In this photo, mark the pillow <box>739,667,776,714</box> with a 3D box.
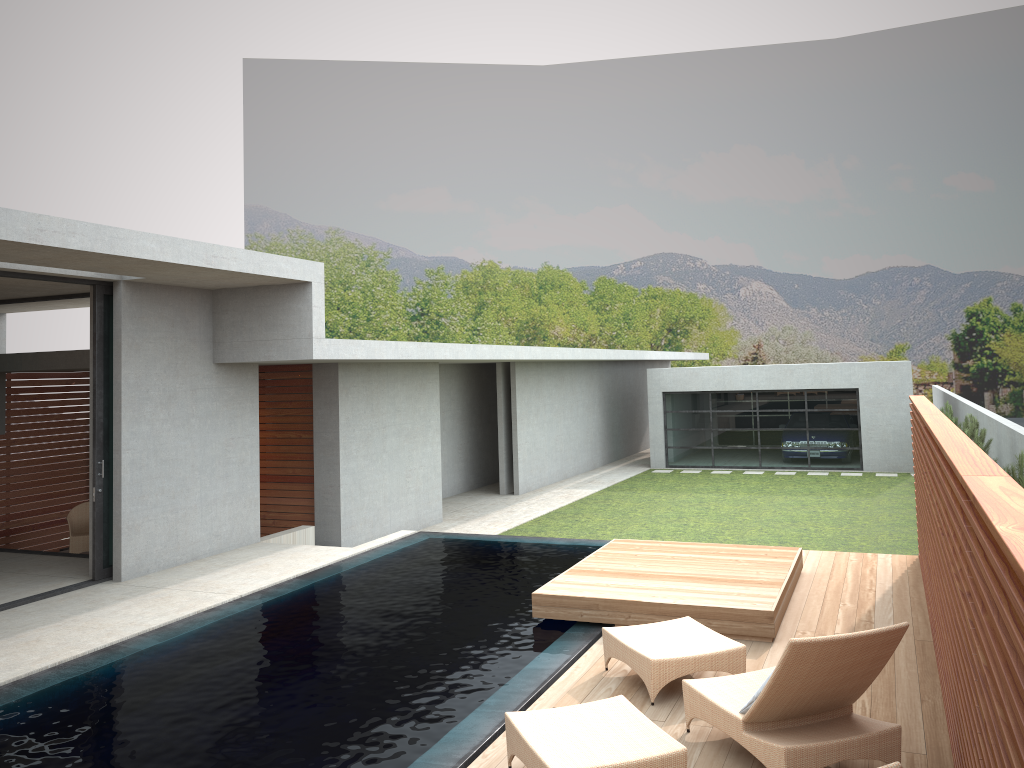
[{"bbox_3d":[1.564,1.548,4.640,0.608,0.429,0.425,-1,-2,-19],"label":"pillow"}]

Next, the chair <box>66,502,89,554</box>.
[{"bbox_3d":[-6.481,2.273,13.519,0.617,0.868,0.627,-1,-2,-22],"label":"chair"}]

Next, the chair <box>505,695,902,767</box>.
[{"bbox_3d":[0.624,1.659,3.832,0.700,0.831,2.287,-1,0,-17],"label":"chair"}]

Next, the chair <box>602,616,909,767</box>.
[{"bbox_3d":[1.323,1.614,5.359,0.700,0.831,2.287,-1,0,-18],"label":"chair"}]
